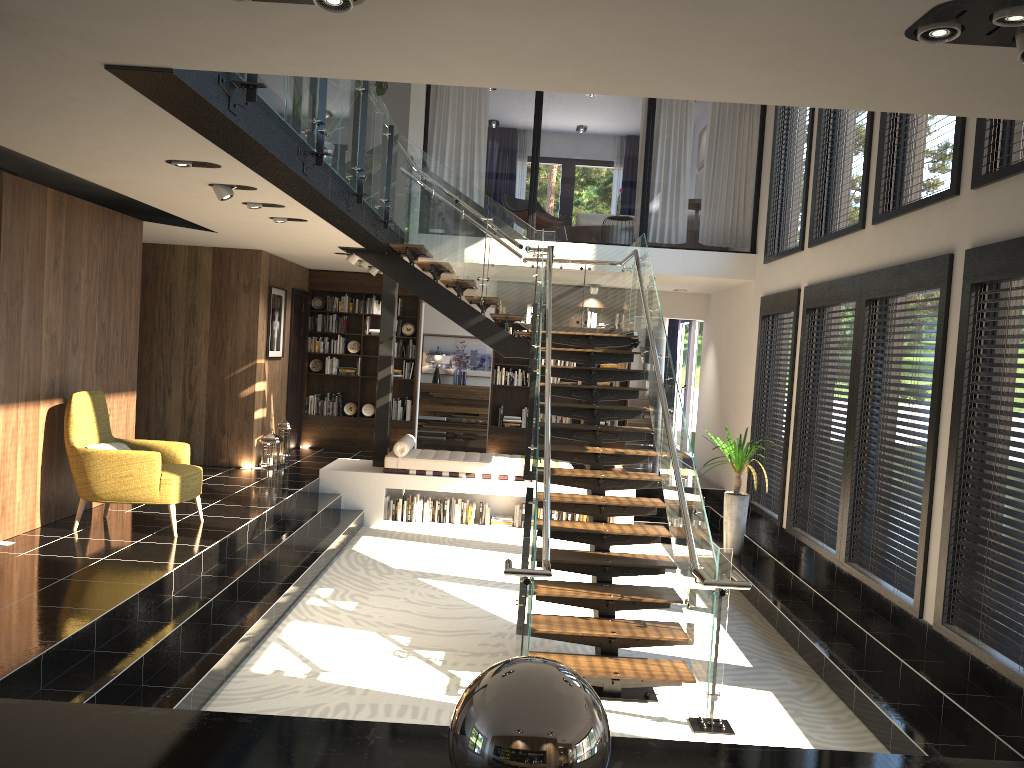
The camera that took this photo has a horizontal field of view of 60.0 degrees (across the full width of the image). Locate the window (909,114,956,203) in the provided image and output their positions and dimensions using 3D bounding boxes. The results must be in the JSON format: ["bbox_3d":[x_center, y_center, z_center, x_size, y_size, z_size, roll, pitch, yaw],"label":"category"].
[{"bbox_3d":[3.266,-2.494,6.496,0.005,2.298,1.220,4,3,0],"label":"window"}]

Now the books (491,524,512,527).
[{"bbox_3d":[-0.126,1.709,10.812,0.257,0.024,0.167,4,2,0],"label":"books"}]

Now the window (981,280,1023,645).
[{"bbox_3d":[3.082,0.410,5.053,0.005,2.298,1.220,4,3,0],"label":"window"}]

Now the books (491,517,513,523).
[{"bbox_3d":[-0.123,1.660,10.815,0.274,0.025,0.156,3,2,-3],"label":"books"}]

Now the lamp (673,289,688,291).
[{"bbox_3d":[2.481,-1.434,13.036,0.195,0.158,0.346,4,2,0],"label":"lamp"}]

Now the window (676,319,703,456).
[{"bbox_3d":[3.038,0.046,15.298,0.184,2.477,2.979,4,2,0],"label":"window"}]

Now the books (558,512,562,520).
[{"bbox_3d":[0.583,1.617,10.803,0.066,0.294,0.142,4,3,0],"label":"books"}]

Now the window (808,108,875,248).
[{"bbox_3d":[3.203,-2.555,8.098,0.358,2.477,1.392,4,3,0],"label":"window"}]

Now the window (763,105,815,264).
[{"bbox_3d":[3.212,-2.611,9.692,0.358,2.477,1.392,4,3,0],"label":"window"}]

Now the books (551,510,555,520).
[{"bbox_3d":[0.490,1.633,10.775,0.036,0.253,0.177,4,3,0],"label":"books"}]

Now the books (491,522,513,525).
[{"bbox_3d":[-0.125,1.685,10.811,0.261,0.024,0.167,3,2,-3],"label":"books"}]

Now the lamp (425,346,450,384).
[{"bbox_3d":[-1.423,-0.359,16.907,0.470,0.726,0.469,3,3,-7],"label":"lamp"}]

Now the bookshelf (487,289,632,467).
[{"bbox_3d":[0.740,-0.145,13.498,2.090,2.684,0.273,4,3,0],"label":"bookshelf"}]

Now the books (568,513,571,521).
[{"bbox_3d":[0.688,1.657,10.773,0.032,0.229,0.228,4,2,0],"label":"books"}]

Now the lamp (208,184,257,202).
[{"bbox_3d":[-2.004,-1.428,6.371,0.346,0.247,0.195,4,3,0],"label":"lamp"}]

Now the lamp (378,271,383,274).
[{"bbox_3d":[-1.964,-1.698,13.036,0.346,0.177,0.195,4,2,0],"label":"lamp"}]

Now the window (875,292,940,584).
[{"bbox_3d":[3.091,0.352,6.696,0.005,2.298,1.312,4,3,0],"label":"window"}]

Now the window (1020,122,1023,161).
[{"bbox_3d":[3.257,-2.438,4.913,0.005,2.298,1.220,4,3,0],"label":"window"}]

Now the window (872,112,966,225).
[{"bbox_3d":[3.195,-2.499,6.504,0.358,2.477,1.392,4,3,0],"label":"window"}]

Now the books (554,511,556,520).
[{"bbox_3d":[0.517,1.633,10.775,0.019,0.256,0.186,4,3,0],"label":"books"}]

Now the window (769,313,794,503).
[{"bbox_3d":[3.107,0.244,9.825,0.005,2.298,1.220,4,3,0],"label":"window"}]

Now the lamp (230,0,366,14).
[{"bbox_3d":[-0.693,-1.258,2.637,0.501,0.195,0.349,4,2,0],"label":"lamp"}]

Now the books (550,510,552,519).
[{"bbox_3d":[0.458,1.598,10.790,0.033,0.318,0.152,4,3,0],"label":"books"}]

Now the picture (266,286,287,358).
[{"bbox_3d":[-3.085,-0.802,11.645,0.028,0.912,0.748,4,3,0],"label":"picture"}]

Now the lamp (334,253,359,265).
[{"bbox_3d":[-1.979,-1.573,10.713,0.346,0.263,0.195,4,3,0],"label":"lamp"}]

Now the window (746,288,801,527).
[{"bbox_3d":[3.036,0.240,9.833,0.358,2.477,1.392,4,3,0],"label":"window"}]

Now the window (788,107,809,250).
[{"bbox_3d":[3.283,-2.607,9.684,0.005,2.298,1.220,4,3,0],"label":"window"}]

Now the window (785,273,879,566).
[{"bbox_3d":[3.028,0.294,8.198,0.358,2.477,1.497,4,3,0],"label":"window"}]

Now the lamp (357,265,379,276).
[{"bbox_3d":[-1.970,-1.628,12.261,0.346,0.263,0.195,4,3,0],"label":"lamp"}]

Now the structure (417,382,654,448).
[{"bbox_3d":[-0.445,0.530,17.008,6.276,0.982,0.885,4,2,0],"label":"structure"}]

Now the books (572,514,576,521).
[{"bbox_3d":[0.754,1.632,10.806,0.026,0.284,0.176,4,3,0],"label":"books"}]

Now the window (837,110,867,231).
[{"bbox_3d":[3.274,-2.550,8.090,0.005,2.298,1.220,4,3,0],"label":"window"}]

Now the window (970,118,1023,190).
[{"bbox_3d":[3.186,-2.443,4.921,0.358,2.477,1.392,4,3,0],"label":"window"}]

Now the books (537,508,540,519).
[{"bbox_3d":[0.318,1.606,10.764,0.026,0.287,0.204,4,3,0],"label":"books"}]

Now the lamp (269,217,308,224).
[{"bbox_3d":[-1.994,-1.517,7.918,0.346,0.177,0.195,4,2,0],"label":"lamp"}]

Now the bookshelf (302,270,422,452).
[{"bbox_3d":[-2.280,-0.331,13.505,1.703,2.684,0.273,4,3,0],"label":"bookshelf"}]

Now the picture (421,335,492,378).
[{"bbox_3d":[0.032,-0.468,17.147,3.543,0.749,0.035,4,3,0],"label":"picture"}]

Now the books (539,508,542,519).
[{"bbox_3d":[0.344,1.615,10.786,0.027,0.270,0.187,4,3,0],"label":"books"}]

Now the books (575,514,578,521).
[{"bbox_3d":[0.782,1.610,10.772,0.028,0.334,0.205,4,3,0],"label":"books"}]

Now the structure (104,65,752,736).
[{"bbox_3d":[-0.273,-0.127,7.301,3.447,4.871,7.275,3,2,-1],"label":"structure"}]

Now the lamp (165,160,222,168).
[{"bbox_3d":[-2.006,-1.445,5.593,0.346,0.158,0.195,4,2,0],"label":"lamp"}]

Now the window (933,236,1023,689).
[{"bbox_3d":[3.011,0.405,5.061,0.358,2.477,1.392,4,3,0],"label":"window"}]

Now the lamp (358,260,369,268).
[{"bbox_3d":[-1.974,-1.616,11.485,0.346,0.231,0.195,4,2,0],"label":"lamp"}]

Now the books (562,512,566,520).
[{"bbox_3d":[0.631,1.611,10.789,0.027,0.312,0.189,4,3,0],"label":"books"}]

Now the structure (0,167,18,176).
[{"bbox_3d":[-5.696,-0.401,5.038,1.964,3.019,6.658,4,2,0],"label":"structure"}]

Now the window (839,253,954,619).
[{"bbox_3d":[3.020,0.347,6.705,0.358,2.477,1.497,4,3,0],"label":"window"}]

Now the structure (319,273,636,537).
[{"bbox_3d":[-0.346,0.140,11.105,3.781,3.247,1.148,4,3,0],"label":"structure"}]

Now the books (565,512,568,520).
[{"bbox_3d":[0.658,1.640,10.804,0.030,0.257,0.160,4,3,0],"label":"books"}]

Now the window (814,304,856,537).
[{"bbox_3d":[3.099,0.299,8.190,0.005,2.298,1.312,4,3,0],"label":"window"}]

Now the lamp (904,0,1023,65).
[{"bbox_3d":[1.460,-1.106,2.633,0.501,0.231,0.349,4,2,0],"label":"lamp"}]

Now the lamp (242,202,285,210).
[{"bbox_3d":[-1.998,-1.490,7.143,0.346,0.177,0.195,4,2,0],"label":"lamp"}]
